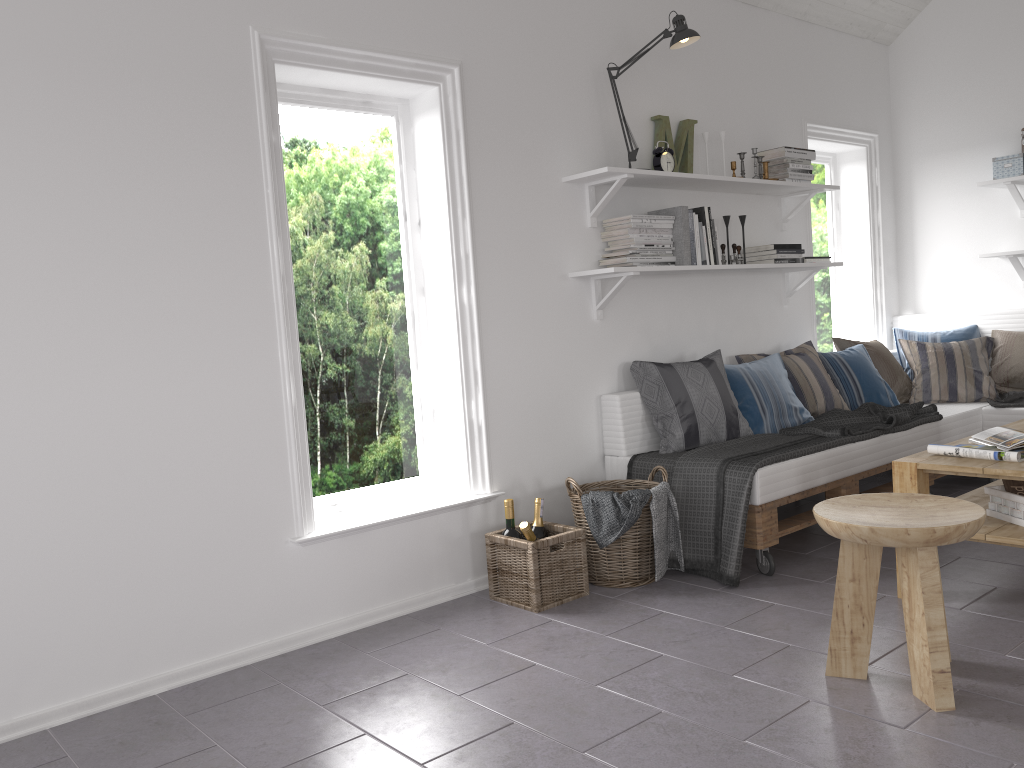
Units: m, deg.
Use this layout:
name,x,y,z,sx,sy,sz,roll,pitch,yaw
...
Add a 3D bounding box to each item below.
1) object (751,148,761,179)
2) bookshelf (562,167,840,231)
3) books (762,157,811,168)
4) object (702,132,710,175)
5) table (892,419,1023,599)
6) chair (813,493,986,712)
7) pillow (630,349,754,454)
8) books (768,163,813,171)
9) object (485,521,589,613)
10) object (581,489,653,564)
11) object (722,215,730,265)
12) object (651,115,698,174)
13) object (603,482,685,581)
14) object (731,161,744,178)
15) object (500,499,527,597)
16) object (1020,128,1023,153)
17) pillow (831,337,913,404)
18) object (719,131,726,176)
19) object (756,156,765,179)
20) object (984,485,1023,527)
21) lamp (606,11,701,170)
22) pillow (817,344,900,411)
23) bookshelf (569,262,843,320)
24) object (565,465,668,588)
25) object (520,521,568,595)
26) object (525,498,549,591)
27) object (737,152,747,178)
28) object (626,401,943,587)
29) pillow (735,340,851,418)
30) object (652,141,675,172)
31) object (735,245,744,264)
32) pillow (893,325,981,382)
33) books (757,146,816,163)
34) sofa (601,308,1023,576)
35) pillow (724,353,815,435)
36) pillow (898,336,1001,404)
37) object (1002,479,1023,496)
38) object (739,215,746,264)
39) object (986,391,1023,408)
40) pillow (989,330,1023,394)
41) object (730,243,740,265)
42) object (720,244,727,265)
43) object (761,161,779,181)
name,x,y,z,sx,sy,sz,roll,pitch,yaw
object,1.201,-1.081,4.377,0.066,0.160,0.066,-1,5,36
bookshelf,1.002,-0.876,4.322,1.820,0.212,0.269,-7,5,-40
books,1.457,-1.171,4.714,0.223,0.027,0.161,-7,5,-40
object,0.967,-1.114,4.395,0.084,0.256,0.084,-3,4,18
table,2.082,0.438,3.324,1.457,0.485,0.607,-7,5,-40
chair,1.062,0.578,2.427,0.431,0.479,0.431,-8,5,-42
pillow,0.819,0.083,4.040,0.534,0.444,0.301,-6,4,-24
books,1.475,-1.147,4.736,0.223,0.026,0.161,-7,5,-40
object,0.096,0.695,3.397,0.276,0.270,0.276,-7,5,-40
object,0.424,0.567,3.494,0.303,0.332,0.367,-4,4,6
object,1.085,-0.713,4.455,0.085,0.259,0.085,-3,4,18
object,0.775,-1.117,4.254,0.330,0.311,0.052,-7,5,-40
object,0.466,0.578,3.537,0.349,0.356,0.290,0,6,44
object,1.066,-1.026,4.262,0.088,0.085,0.088,-5,4,-17
object,0.000,0.629,3.400,0.095,0.377,0.095,-4,4,-4
object,2.953,-1.381,5.009,0.121,0.157,0.117,-3,4,9
pillow,2.105,-0.073,5.119,0.545,0.438,0.334,-7,5,-35
object,1.053,-1.121,4.407,0.084,0.256,0.084,-3,4,18
object,1.272,-1.095,4.542,0.055,0.153,0.055,-3,4,17
object,1.743,0.411,2.964,0.155,0.102,0.281,-5,4,-7
lamp,0.622,-1.277,3.914,0.439,0.703,0.196,-4,4,-5
pillow,1.838,-0.001,4.803,0.523,0.408,0.341,-6,4,-24
bookshelf,1.031,-0.468,4.351,1.820,0.212,0.269,-7,5,-40
object,0.432,0.566,3.566,0.393,0.432,0.393,-1,5,37
object,0.116,0.653,3.338,0.095,0.332,0.284,-2,5,29
object,0.088,0.631,3.476,0.127,0.361,0.094,-8,5,-40
object,1.141,-1.074,4.389,0.055,0.153,0.055,-2,5,27
object,1.335,0.410,4.118,1.892,0.533,0.685,-8,5,-41
pillow,1.461,0.010,4.563,0.546,0.438,0.316,-6,5,-28
object,0.690,-1.022,4.034,0.120,0.165,0.050,-7,5,-40
object,1.115,-0.629,4.353,0.032,0.102,0.058,0,6,45
pillow,2.578,-0.135,5.332,0.534,0.437,0.287,-2,4,22
books,1.460,-1.212,4.721,0.290,0.053,0.176,-7,5,-40
sofa,2.139,0.160,4.140,2.855,0.932,2.017,-7,5,-40
pillow,1.193,0.069,4.297,0.525,0.401,0.331,-6,4,-21
pillow,2.500,-0.070,5.051,0.516,0.392,0.358,-3,4,19
object,1.742,0.386,3.029,0.090,0.139,0.182,-3,4,15
object,1.175,-0.723,4.494,0.085,0.259,0.085,-3,4,18
object,3.118,0.271,4.412,1.449,0.508,0.716,-1,5,39
pillow,2.868,-0.108,4.885,0.366,0.381,0.521,-8,6,-43
object,1.107,-0.640,4.409,0.058,0.117,0.032,-6,5,-29
object,1.044,-0.633,4.378,0.032,0.117,0.058,-2,4,24
object,1.273,-1.061,4.447,0.124,0.100,0.124,-5,4,-17
